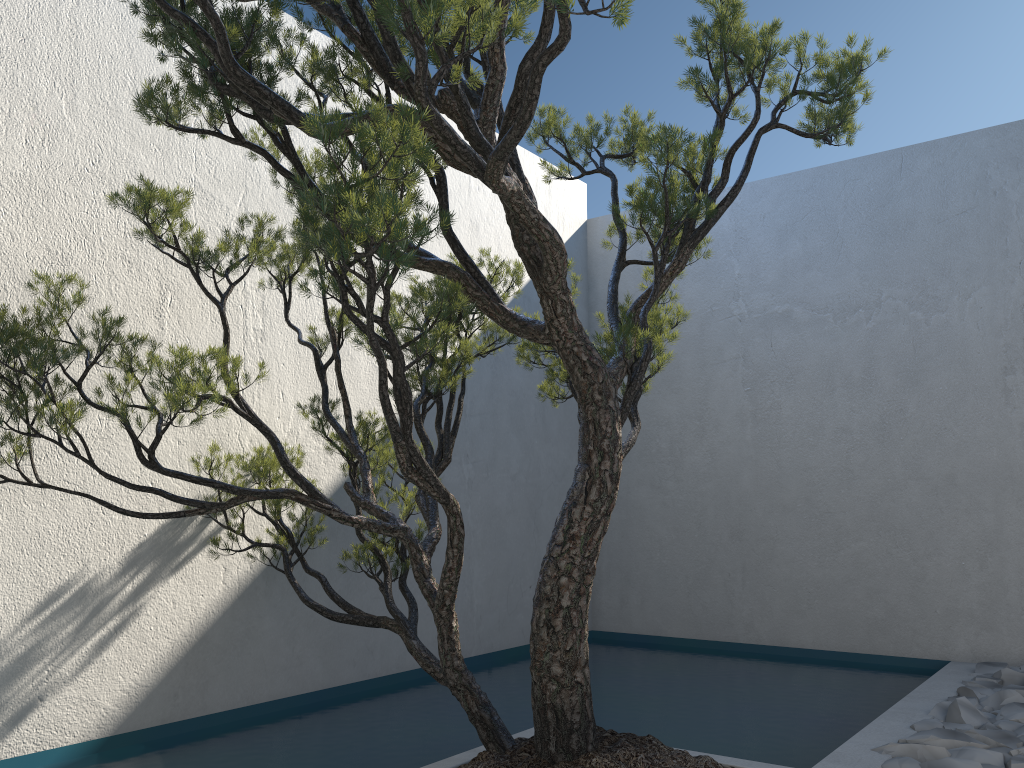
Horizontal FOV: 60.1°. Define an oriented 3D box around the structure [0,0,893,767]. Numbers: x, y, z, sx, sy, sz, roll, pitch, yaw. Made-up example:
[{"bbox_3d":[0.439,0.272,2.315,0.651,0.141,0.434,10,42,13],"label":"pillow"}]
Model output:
[{"bbox_3d":[-0.199,-0.316,2.656,2.591,3.448,2.532,-3,-6,29],"label":"structure"}]
